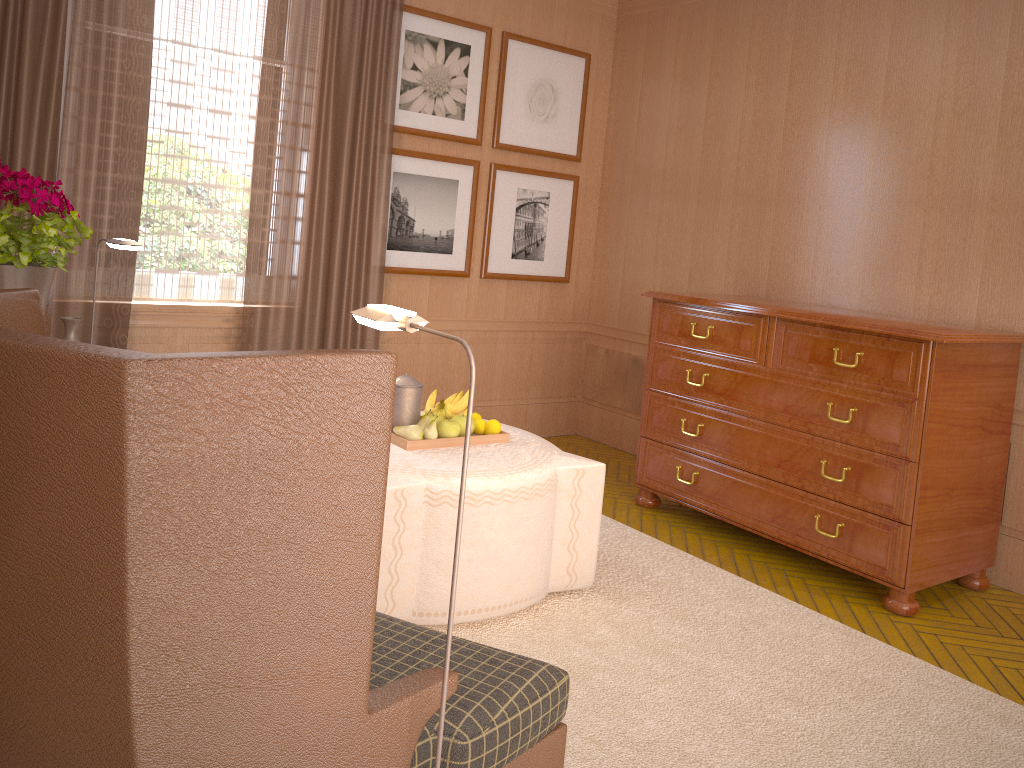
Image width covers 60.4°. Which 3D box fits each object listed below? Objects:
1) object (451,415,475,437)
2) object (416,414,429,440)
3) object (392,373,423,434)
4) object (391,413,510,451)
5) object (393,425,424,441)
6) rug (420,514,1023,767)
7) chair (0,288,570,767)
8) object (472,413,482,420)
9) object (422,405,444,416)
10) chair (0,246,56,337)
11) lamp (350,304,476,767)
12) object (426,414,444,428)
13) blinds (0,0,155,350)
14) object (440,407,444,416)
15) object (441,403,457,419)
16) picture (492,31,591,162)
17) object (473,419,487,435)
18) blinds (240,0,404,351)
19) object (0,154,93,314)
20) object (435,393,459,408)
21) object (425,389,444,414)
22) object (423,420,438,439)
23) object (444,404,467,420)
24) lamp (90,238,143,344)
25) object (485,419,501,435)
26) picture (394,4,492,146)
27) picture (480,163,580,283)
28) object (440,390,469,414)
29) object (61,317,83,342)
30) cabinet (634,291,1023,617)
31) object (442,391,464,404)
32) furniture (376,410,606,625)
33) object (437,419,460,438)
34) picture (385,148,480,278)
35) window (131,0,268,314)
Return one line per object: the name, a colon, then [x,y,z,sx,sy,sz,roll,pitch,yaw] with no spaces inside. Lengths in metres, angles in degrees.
object: [-0.334,0.285,5.925,0.169,0.146,0.174,6,7,9]
object: [-0.591,0.291,5.764,0.130,0.196,0.131,5,5,-1]
object: [-0.725,0.122,5.907,0.235,0.390,0.235,7,5,19]
object: [-0.527,0.316,5.986,0.799,0.059,0.647,-2,12,-37]
object: [-0.657,0.324,5.610,0.193,0.127,0.135,3,7,-17]
rug: [-0.599,1.532,4.364,5.989,0.020,8.059,-2,12,-37]
chair: [-1.000,0.754,2.816,1.922,1.961,1.726,9,7,28]
object: [-0.268,0.266,6.204,0.114,0.133,0.108,6,6,9]
object: [-0.573,0.198,6.144,0.071,0.184,0.398,4,8,-23]
chair: [-2.964,0.131,5.416,1.716,1.961,1.934,4,6,-12]
lamp: [-0.406,0.799,2.709,0.633,2.019,0.564,7,4,23]
object: [-0.532,0.273,5.912,0.155,0.134,0.161,1,8,-33]
blinds: [-3.630,-1.576,6.849,1.424,4.772,0.269,3,4,-36]
object: [-0.515,0.199,6.172,0.061,0.180,0.399,5,8,-8]
object: [-0.420,0.202,6.168,0.062,0.198,0.388,6,8,17]
picture: [0.350,-3.172,9.815,1.248,1.241,0.048,1,5,-37]
object: [-0.219,0.296,6.057,0.111,0.110,0.135,1,8,-34]
blinds: [-1.778,-1.646,8.248,1.443,4.761,0.269,3,4,-39]
object: [-2.204,-0.489,3.983,0.523,1.083,0.460,2,5,-39]
object: [-0.469,0.128,6.207,0.091,0.127,0.412,6,9,11]
object: [-0.555,0.146,6.149,0.103,0.158,0.381,4,9,-14]
object: [-0.524,0.299,5.666,0.098,0.147,0.099,5,5,-1]
object: [-0.364,0.196,6.152,0.073,0.171,0.398,7,8,28]
lamp: [-2.865,-0.030,6.267,0.631,2.014,0.565,6,3,15]
object: [-0.132,0.306,6.014,0.114,0.133,0.108,6,6,9]
picture: [-0.771,-3.134,8.969,1.248,1.241,0.048,1,5,-37]
picture: [0.220,-1.781,9.881,1.248,1.241,0.048,1,5,-37]
object: [-0.366,0.117,6.158,0.071,0.167,0.406,7,9,29]
object: [-2.070,-0.131,4.116,0.186,0.356,0.187,5,4,-4]
cabinet: [2.449,0.361,7.253,1.413,1.929,2.801,1,8,-37]
object: [-0.437,0.154,6.174,0.065,0.170,0.379,7,8,19]
furniture: [-0.634,0.794,5.957,1.949,0.893,1.975,-2,11,-40]
object: [-0.418,0.305,5.786,0.155,0.134,0.161,1,8,-33]
picture: [-0.901,-1.742,9.035,1.248,1.241,0.048,1,5,-37]
window: [-2.948,-2.371,7.947,2.428,3.358,0.855,1,5,-37]
